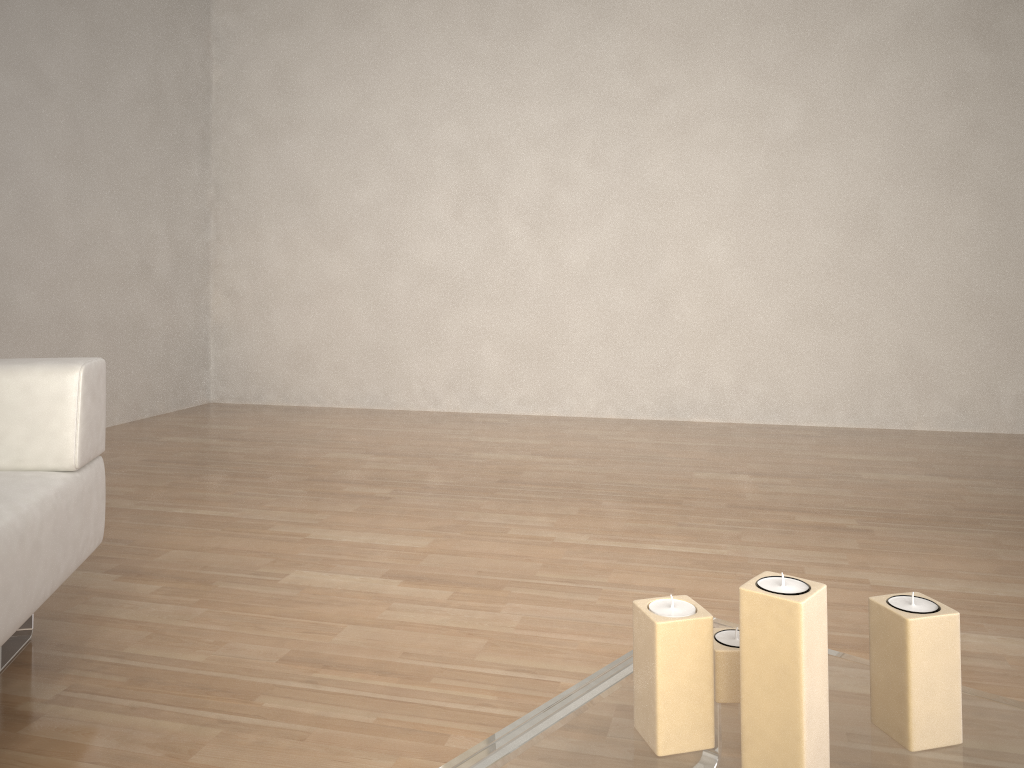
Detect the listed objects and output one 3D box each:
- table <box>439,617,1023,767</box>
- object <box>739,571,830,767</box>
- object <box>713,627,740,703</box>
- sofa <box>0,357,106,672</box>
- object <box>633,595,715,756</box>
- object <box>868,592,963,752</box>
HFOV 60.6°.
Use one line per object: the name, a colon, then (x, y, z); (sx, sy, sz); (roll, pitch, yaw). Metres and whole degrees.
table: (0.298, 0.523, 0.779); (0.702, 0.249, 0.798); (5, 8, 40)
object: (0.273, 0.288, 0.878); (0.067, 0.197, 0.067); (-1, -1, 40)
object: (0.268, 0.328, 1.045); (0.067, 0.074, 0.067); (0, 2, 0)
sofa: (-1.147, 0.269, 0.901); (0.906, 0.737, 1.793); (-1, 6, -10)
object: (0.173, 0.303, 0.941); (0.067, 0.151, 0.067); (0, 0, -15)
object: (0.435, 0.301, 0.948); (0.067, 0.151, 0.067); (0, 0, -15)
